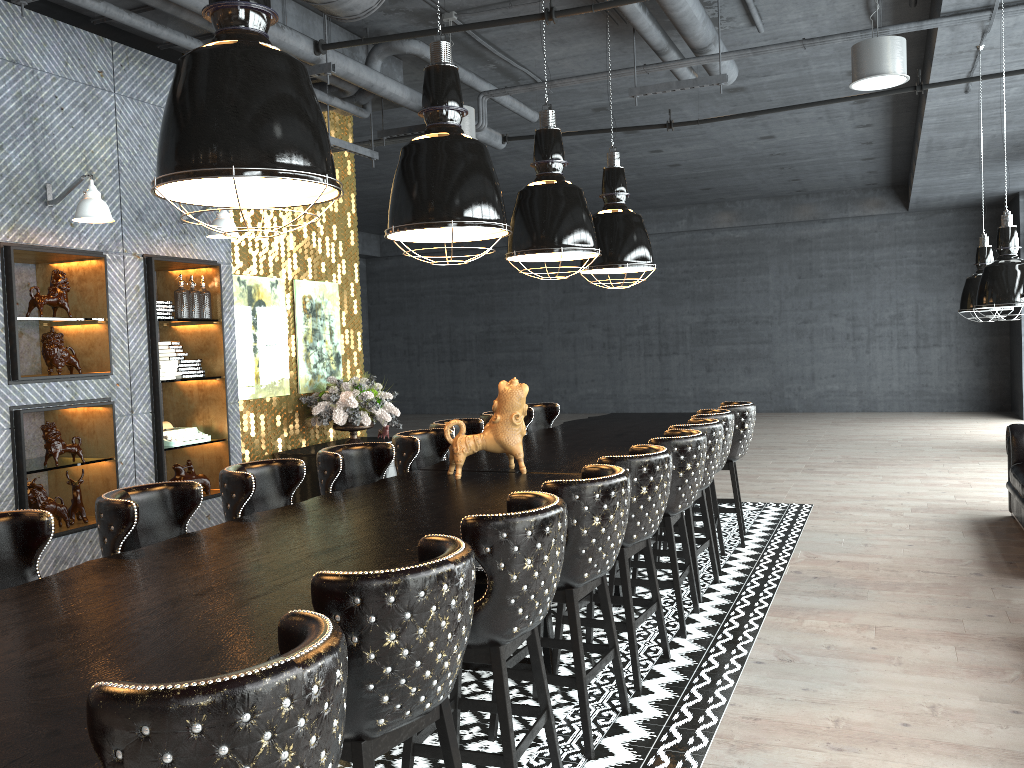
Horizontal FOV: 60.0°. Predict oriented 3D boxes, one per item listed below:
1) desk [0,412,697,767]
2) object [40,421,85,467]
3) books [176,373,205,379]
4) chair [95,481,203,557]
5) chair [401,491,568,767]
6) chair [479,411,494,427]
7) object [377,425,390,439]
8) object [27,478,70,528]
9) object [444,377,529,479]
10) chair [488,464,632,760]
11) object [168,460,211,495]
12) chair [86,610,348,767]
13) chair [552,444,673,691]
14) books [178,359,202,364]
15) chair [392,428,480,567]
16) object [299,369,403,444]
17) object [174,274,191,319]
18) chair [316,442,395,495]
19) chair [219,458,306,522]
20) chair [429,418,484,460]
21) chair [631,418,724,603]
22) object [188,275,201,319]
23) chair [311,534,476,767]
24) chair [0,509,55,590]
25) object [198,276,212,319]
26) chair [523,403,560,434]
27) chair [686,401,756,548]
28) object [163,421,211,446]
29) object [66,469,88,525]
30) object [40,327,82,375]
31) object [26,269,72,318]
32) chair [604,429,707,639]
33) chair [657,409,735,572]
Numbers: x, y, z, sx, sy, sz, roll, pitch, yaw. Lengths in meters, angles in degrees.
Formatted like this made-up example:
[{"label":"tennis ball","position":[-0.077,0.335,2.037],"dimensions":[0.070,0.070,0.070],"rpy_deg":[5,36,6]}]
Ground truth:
[{"label":"desk","position":[0.007,0.952,4.905],"dimensions":[1.433,0.927,7.598],"rpy_deg":[-1,3,23]},{"label":"object","position":[-2.872,0.376,5.677],"dimensions":[0.134,0.294,0.257],"rpy_deg":[-1,3,31]},{"label":"books","position":[-2.528,-0.060,6.835],"dimensions":[0.193,0.028,0.245],"rpy_deg":[-1,3,24]},{"label":"chair","position":[-1.361,0.971,3.619],"dimensions":[0.568,1.092,0.504],"rpy_deg":[-2,2,14]},{"label":"chair","position":[-0.074,0.947,3.072],"dimensions":[0.568,1.092,0.504],"rpy_deg":[-1,2,20]},{"label":"chair","position":[0.045,0.762,6.922],"dimensions":[0.568,1.092,0.504],"rpy_deg":[-2,2,16]},{"label":"object","position":[-1.278,0.463,8.821],"dimensions":[0.082,0.164,0.173],"rpy_deg":[-4,3,-42]},{"label":"object","position":[-2.955,0.757,5.604],"dimensions":[0.168,0.359,0.267],"rpy_deg":[-2,2,16]},{"label":"object","position":[-0.142,0.240,4.877],"dimensions":[0.475,0.545,0.249],"rpy_deg":[-3,2,-14]},{"label":"chair","position":[0.229,0.906,3.707],"dimensions":[0.568,1.092,0.504],"rpy_deg":[-1,2,26]},{"label":"object","position":[-2.449,0.725,6.740],"dimensions":[0.164,0.303,0.341],"rpy_deg":[-1,3,28]},{"label":"chair","position":[-0.585,1.030,1.725],"dimensions":[0.568,1.092,0.504],"rpy_deg":[-1,3,32]},{"label":"chair","position":[0.517,0.864,4.356],"dimensions":[0.568,1.092,0.504],"rpy_deg":[-1,2,28]},{"label":"books","position":[-2.550,-0.173,6.839],"dimensions":[0.193,0.028,0.245],"rpy_deg":[-1,3,22]},{"label":"chair","position":[-0.443,0.845,5.558],"dimensions":[0.568,1.092,0.504],"rpy_deg":[-1,2,25]},{"label":"object","position":[-1.541,0.239,8.452],"dimensions":[0.875,0.663,0.848],"rpy_deg":[-4,3,-36]},{"label":"object","position":[-2.501,-0.659,6.716],"dimensions":[0.109,0.349,0.109],"rpy_deg":[-3,2,-22]},{"label":"chair","position":[-0.760,0.890,4.867],"dimensions":[0.568,1.092,0.504],"rpy_deg":[-1,3,31]},{"label":"chair","position":[-1.085,0.930,4.267],"dimensions":[0.568,1.092,0.504],"rpy_deg":[-1,2,18]},{"label":"chair","position":[-0.277,0.805,6.282],"dimensions":[0.568,1.092,0.504],"rpy_deg":[-1,2,25]},{"label":"chair","position":[1.077,0.781,5.674],"dimensions":[0.568,1.092,0.504],"rpy_deg":[-1,2,27]},{"label":"object","position":[-2.455,-0.666,6.822],"dimensions":[0.109,0.349,0.109],"rpy_deg":[-2,2,8]},{"label":"chair","position":[-0.364,0.989,2.418],"dimensions":[0.568,1.092,0.504],"rpy_deg":[-1,3,32]},{"label":"chair","position":[-1.715,1.013,3.026],"dimensions":[0.568,1.092,0.504],"rpy_deg":[-1,2,20]},{"label":"object","position":[-2.409,-0.672,6.927],"dimensions":[0.109,0.349,0.109],"rpy_deg":[-2,2,-7]},{"label":"chair","position":[0.320,0.720,7.585],"dimensions":[0.568,1.092,0.504],"rpy_deg":[-1,3,32]},{"label":"chair","position":[1.644,0.697,6.991],"dimensions":[0.568,1.092,0.504],"rpy_deg":[-2,2,16]},{"label":"object","position":[-2.656,0.381,6.773],"dimensions":[0.484,0.149,0.535],"rpy_deg":[-1,3,22]},{"label":"object","position":[-2.883,0.739,5.854],"dimensions":[0.116,0.358,0.198],"rpy_deg":[-4,3,-37]},{"label":"object","position":[-2.921,-0.200,5.730],"dimensions":[0.159,0.337,0.242],"rpy_deg":[-1,3,28]},{"label":"object","position":[-2.963,-0.581,5.666],"dimensions":[0.152,0.325,0.292],"rpy_deg":[-1,3,21]},{"label":"chair","position":[0.832,0.820,5.032],"dimensions":[0.568,1.092,0.504],"rpy_deg":[-1,2,21]},{"label":"chair","position":[1.312,0.741,6.337],"dimensions":[0.568,1.092,0.504],"rpy_deg":[-2,2,17]}]
